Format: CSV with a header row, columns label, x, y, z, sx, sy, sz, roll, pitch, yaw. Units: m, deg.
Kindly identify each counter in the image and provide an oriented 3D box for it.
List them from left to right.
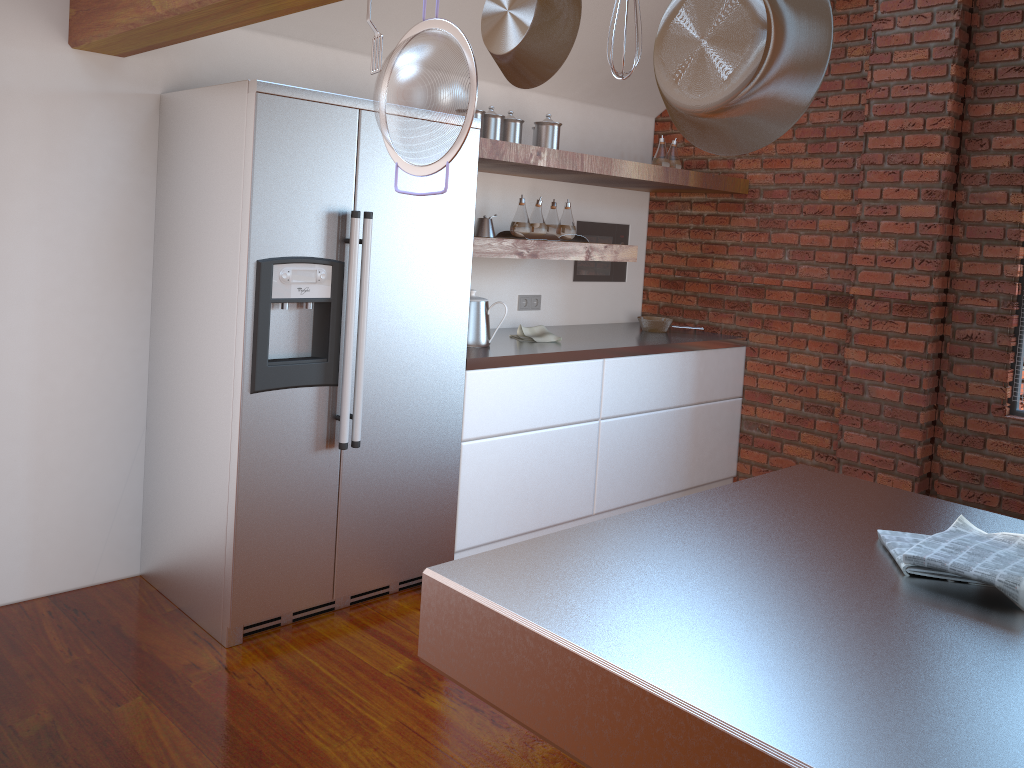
label,x,y,z,sx,sy,sz,roll,pitch,yaw
counter,0.297,-0.210,4.283,1.988,0.044,0.722,-6,14,-44
counter,1.321,0.540,0.425,1.026,0.129,3.177,-6,14,-43

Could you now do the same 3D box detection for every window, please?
label,x,y,z,sx,sy,sz,roll,pitch,yaw
window,6.567,0.033,2.587,17.563,9.837,3.636,10,7,36

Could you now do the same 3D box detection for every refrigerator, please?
label,x,y,z,sx,sy,sz,roll,pitch,yaw
refrigerator,-0.727,-0.137,3.253,0.912,1.760,0.788,-1,6,-44

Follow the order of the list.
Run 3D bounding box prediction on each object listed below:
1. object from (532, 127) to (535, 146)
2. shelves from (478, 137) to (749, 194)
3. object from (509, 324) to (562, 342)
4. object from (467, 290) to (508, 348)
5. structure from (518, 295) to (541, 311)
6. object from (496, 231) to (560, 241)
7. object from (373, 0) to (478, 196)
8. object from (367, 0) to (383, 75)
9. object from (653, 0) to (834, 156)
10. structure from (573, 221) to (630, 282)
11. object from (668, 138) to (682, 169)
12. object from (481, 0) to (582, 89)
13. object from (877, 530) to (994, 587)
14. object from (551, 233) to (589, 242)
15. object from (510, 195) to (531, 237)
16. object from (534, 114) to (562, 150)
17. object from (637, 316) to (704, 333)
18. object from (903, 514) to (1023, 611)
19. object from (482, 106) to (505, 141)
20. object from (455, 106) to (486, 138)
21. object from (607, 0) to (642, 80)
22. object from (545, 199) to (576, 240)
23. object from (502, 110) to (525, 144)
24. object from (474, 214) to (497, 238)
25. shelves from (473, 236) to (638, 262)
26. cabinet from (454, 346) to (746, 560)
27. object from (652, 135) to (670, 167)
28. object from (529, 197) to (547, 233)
label,x,y,z,sx,sy,sz,roll,pitch,yaw
object,0.153,-1.145,4.099,0.129,0.176,0.127,8,7,41
shelves,0.327,-1.035,4.260,1.981,0.075,0.661,-6,14,-44
object,0.108,-0.237,4.061,0.204,0.061,0.198,0,10,-22
object,-0.184,-0.282,3.733,0.301,0.237,0.183,2,6,-13
structure,0.084,-0.423,4.568,0.160,0.079,0.033,-5,9,-44
object,0.073,-0.671,3.972,0.197,0.032,0.224,13,14,44
object,-0.172,-0.586,1.490,0.085,0.525,0.275,1,5,-44
object,-0.261,-0.739,1.677,0.023,0.286,0.059,2,4,-29
object,0.268,-0.510,1.095,0.069,0.441,0.267,1,5,-39
structure,0.506,-0.738,4.937,0.457,0.332,0.013,-4,7,-44
object,0.857,-1.212,4.676,0.093,0.191,0.094,4,4,-1
object,0.018,-0.632,1.335,0.085,0.356,0.196,1,5,-40
object,0.693,0.268,1.336,0.232,0.026,0.166,6,10,11
object,0.220,-0.695,4.157,0.195,0.032,0.226,-3,12,-34
object,0.041,-0.750,3.930,0.093,0.190,0.094,1,5,-32
object,0.157,-1.110,3.904,0.129,0.176,0.127,8,7,41
object,0.839,-0.308,4.708,0.350,0.073,0.195,8,10,26
object,0.708,0.260,1.302,0.233,0.049,0.166,-6,13,-43
object,-0.095,-1.101,3.763,0.129,0.176,0.127,8,7,41
object,-0.175,-1.087,3.653,0.129,0.176,0.127,8,7,41
object,0.164,-0.588,1.218,0.046,0.329,0.045,3,3,-19
object,0.225,-0.777,4.153,0.093,0.191,0.204,1,7,-35
object,-0.011,-1.116,3.876,0.129,0.176,0.127,8,7,41
object,-0.118,-0.679,3.762,0.106,0.099,0.107,3,7,-2
shelves,-0.026,-0.620,3.964,1.068,0.075,0.661,-6,14,-43
cabinet,0.269,0.218,4.306,1.988,0.811,0.718,-5,10,-44
object,0.782,-1.204,4.598,0.093,0.190,0.094,1,5,-32
object,0.116,-0.758,4.008,0.093,0.191,0.094,4,4,-1
